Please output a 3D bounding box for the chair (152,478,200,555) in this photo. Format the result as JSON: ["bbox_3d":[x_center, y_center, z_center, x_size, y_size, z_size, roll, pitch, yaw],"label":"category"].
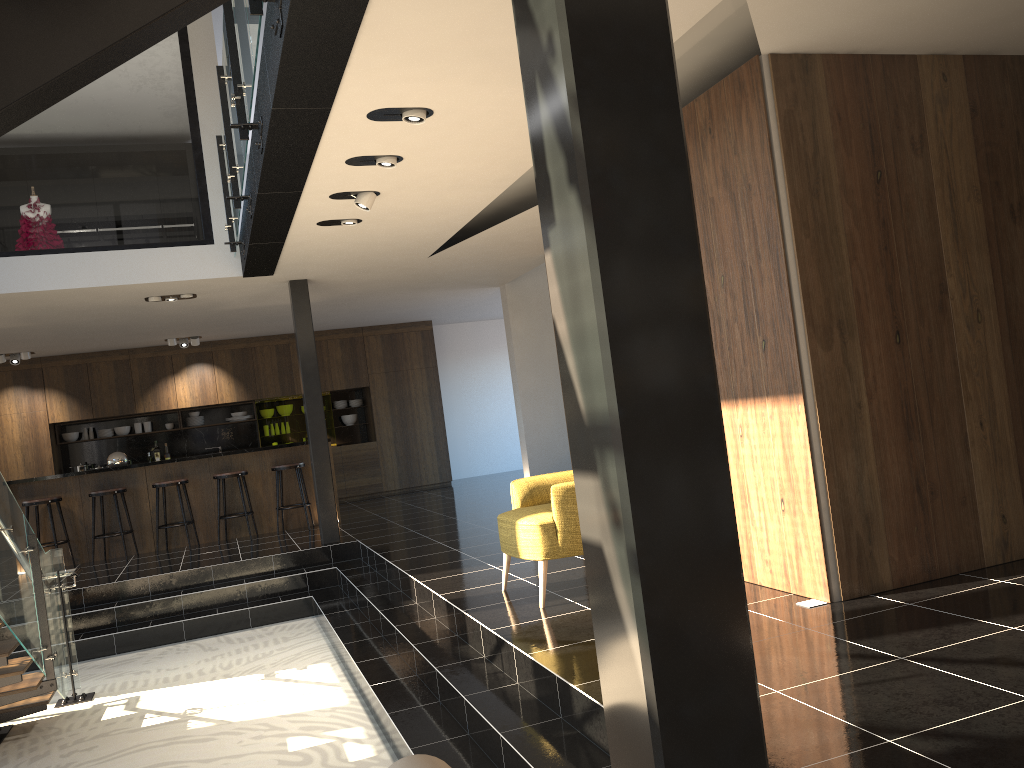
[{"bbox_3d":[-3.858,1.504,10.134,0.412,0.799,0.413,-7,-1,-10],"label":"chair"}]

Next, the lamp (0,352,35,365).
[{"bbox_3d":[-6.717,-0.404,11.953,0.501,0.294,0.349,-7,-1,-19],"label":"lamp"}]

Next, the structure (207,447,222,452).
[{"bbox_3d":[-4.553,1.089,13.560,0.242,0.231,0.174,-7,-1,-19],"label":"structure"}]

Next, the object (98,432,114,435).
[{"bbox_3d":[-6.116,0.761,13.360,0.220,0.033,0.220,-7,-1,-22],"label":"object"}]

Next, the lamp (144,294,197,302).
[{"bbox_3d":[-3.504,-0.940,9.094,0.501,0.194,0.349,-7,-1,-19],"label":"lamp"}]

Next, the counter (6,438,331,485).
[{"bbox_3d":[-4.001,0.909,10.588,3.571,0.041,0.699,-7,-1,-19],"label":"counter"}]

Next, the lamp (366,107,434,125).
[{"bbox_3d":[-0.575,-1.420,4.518,0.346,0.177,0.195,-7,-1,-19],"label":"lamp"}]

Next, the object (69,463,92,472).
[{"bbox_3d":[-6.379,1.275,13.124,0.236,0.218,0.255,-8,-1,29],"label":"object"}]

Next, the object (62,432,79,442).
[{"bbox_3d":[-6.573,0.799,13.214,0.234,0.138,0.234,-7,-1,-16],"label":"object"}]

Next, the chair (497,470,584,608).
[{"bbox_3d":[0.420,0.683,5.454,1.030,1.097,0.808,-7,-1,-20],"label":"chair"}]

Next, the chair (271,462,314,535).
[{"bbox_3d":[-2.617,1.353,10.558,0.412,0.799,0.413,-7,-1,-10],"label":"chair"}]

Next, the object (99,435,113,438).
[{"bbox_3d":[-6.112,0.796,13.360,0.220,0.033,0.220,-7,-1,-22],"label":"object"}]

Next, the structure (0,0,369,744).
[{"bbox_3d":[-2.324,0.077,4.564,3.445,4.867,7.285,-7,-1,-20],"label":"structure"}]

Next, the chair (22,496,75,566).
[{"bbox_3d":[-5.098,1.654,9.710,0.412,0.799,0.413,-7,-1,-10],"label":"chair"}]

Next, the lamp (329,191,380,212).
[{"bbox_3d":[-1.063,-1.286,5.986,0.346,0.247,0.195,-7,-1,-19],"label":"lamp"}]

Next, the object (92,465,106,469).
[{"bbox_3d":[-6.104,1.277,13.120,0.195,0.143,0.210,-8,-1,29],"label":"object"}]

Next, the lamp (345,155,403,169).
[{"bbox_3d":[-0.821,-1.370,5.253,0.346,0.177,0.195,-7,-1,-19],"label":"lamp"}]

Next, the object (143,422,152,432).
[{"bbox_3d":[-5.561,0.660,13.537,0.109,0.161,0.109,-7,-1,-6],"label":"object"}]

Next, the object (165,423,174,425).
[{"bbox_3d":[-5.273,0.645,13.659,0.122,0.072,0.122,-8,-1,7],"label":"object"}]

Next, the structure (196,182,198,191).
[{"bbox_3d":[-6.604,-2.003,12.644,4.189,2.564,0.686,-7,-1,-19],"label":"structure"}]

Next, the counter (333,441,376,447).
[{"bbox_3d":[-4.444,1.198,13.739,4.589,0.005,0.863,-7,-1,-19],"label":"counter"}]

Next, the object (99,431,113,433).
[{"bbox_3d":[-6.119,0.738,13.360,0.220,0.033,0.220,-7,-1,-22],"label":"object"}]

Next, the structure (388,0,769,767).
[{"bbox_3d":[-1.005,0.230,0.995,3.780,3.244,1.149,-7,-1,-19],"label":"structure"}]

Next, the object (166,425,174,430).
[{"bbox_3d":[-5.269,0.670,13.658,0.122,0.072,0.122,-8,-1,7],"label":"object"}]

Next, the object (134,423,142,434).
[{"bbox_3d":[-5.687,0.675,13.493,0.109,0.161,0.109,-7,-1,-36],"label":"object"}]

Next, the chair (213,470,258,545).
[{"bbox_3d":[-3.237,1.428,10.346,0.412,0.799,0.413,-7,-1,-10],"label":"chair"}]

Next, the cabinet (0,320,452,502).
[{"bbox_3d":[-4.508,0.716,13.738,6.889,2.690,0.870,-7,-1,-19],"label":"cabinet"}]

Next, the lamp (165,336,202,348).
[{"bbox_3d":[-4.689,-0.658,12.647,0.501,0.280,0.349,-7,-1,-19],"label":"lamp"}]

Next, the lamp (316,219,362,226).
[{"bbox_3d":[-1.315,-1.281,6.722,0.346,0.158,0.195,-7,-1,-19],"label":"lamp"}]

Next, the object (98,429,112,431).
[{"bbox_3d":[-6.124,0.703,13.361,0.220,0.033,0.220,-7,-1,-22],"label":"object"}]

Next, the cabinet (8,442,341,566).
[{"bbox_3d":[-3.933,1.423,10.583,3.562,0.994,0.698,-7,-1,-19],"label":"cabinet"}]

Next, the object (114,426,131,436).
[{"bbox_3d":[-5.902,0.720,13.443,0.234,0.138,0.234,-7,-1,1],"label":"object"}]

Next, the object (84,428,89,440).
[{"bbox_3d":[-6.383,0.746,13.280,0.060,0.185,0.060,-8,-1,13],"label":"object"}]

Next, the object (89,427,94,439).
[{"bbox_3d":[-6.312,0.738,13.305,0.060,0.185,0.060,-8,-1,40],"label":"object"}]

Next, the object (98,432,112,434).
[{"bbox_3d":[-6.118,0.748,13.360,0.220,0.033,0.220,-7,-1,-22],"label":"object"}]

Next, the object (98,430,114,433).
[{"bbox_3d":[-6.121,0.728,13.361,0.220,0.033,0.220,-7,-1,-22],"label":"object"}]

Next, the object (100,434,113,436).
[{"bbox_3d":[-6.113,0.783,13.360,0.220,0.033,0.220,-7,-1,-22],"label":"object"}]

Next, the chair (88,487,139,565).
[{"bbox_3d":[-4.478,1.579,9.922,0.412,0.799,0.413,-7,-1,-10],"label":"chair"}]

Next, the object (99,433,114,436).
[{"bbox_3d":[-6.115,0.771,13.360,0.220,0.033,0.220,-7,-1,-22],"label":"object"}]

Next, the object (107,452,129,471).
[{"bbox_3d":[-4.540,0.892,10.213,0.227,0.228,0.227,-8,-1,32],"label":"object"}]

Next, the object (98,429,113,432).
[{"bbox_3d":[-6.122,0.715,13.361,0.220,0.033,0.220,-7,-1,-22],"label":"object"}]
